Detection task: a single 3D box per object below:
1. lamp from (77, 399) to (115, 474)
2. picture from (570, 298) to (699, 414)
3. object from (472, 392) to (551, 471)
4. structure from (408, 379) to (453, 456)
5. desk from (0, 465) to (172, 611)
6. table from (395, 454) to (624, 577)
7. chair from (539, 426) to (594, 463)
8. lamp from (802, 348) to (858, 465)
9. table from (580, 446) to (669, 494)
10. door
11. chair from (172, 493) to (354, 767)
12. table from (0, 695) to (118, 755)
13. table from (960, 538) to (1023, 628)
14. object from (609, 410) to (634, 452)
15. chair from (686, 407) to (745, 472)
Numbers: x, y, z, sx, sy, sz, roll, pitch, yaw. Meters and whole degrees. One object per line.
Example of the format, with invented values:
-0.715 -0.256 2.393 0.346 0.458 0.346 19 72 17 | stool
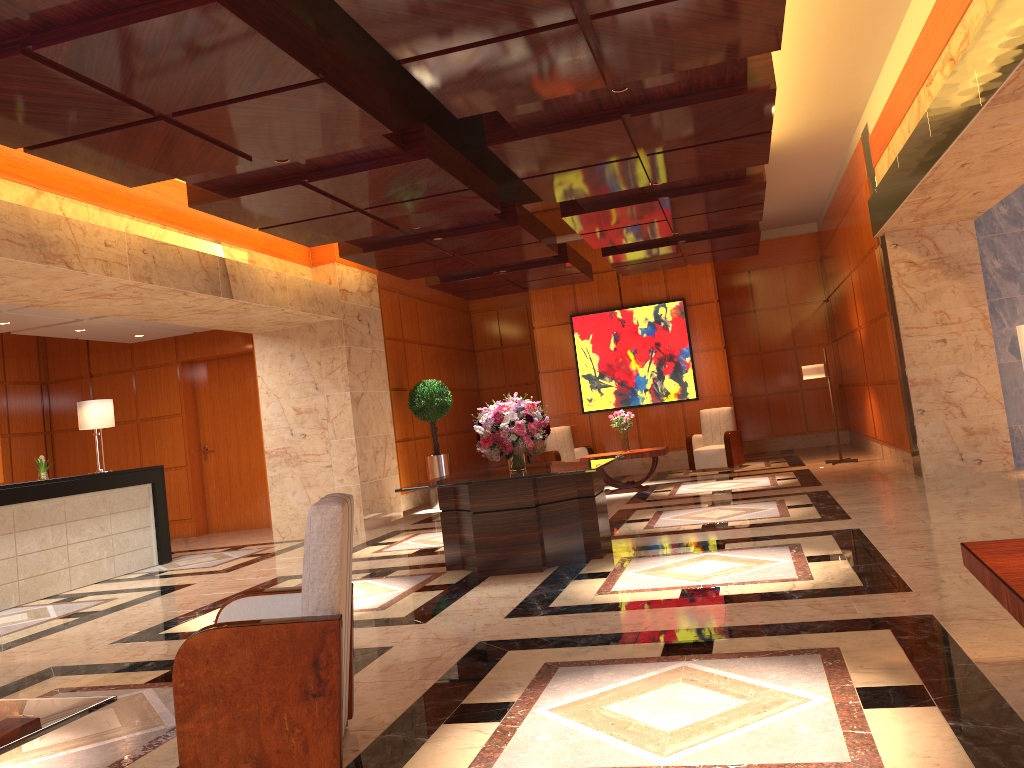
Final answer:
-4.728 0.603 10.118 0.371 0.823 0.373 -10 -5 39 | lamp
2.078 -0.465 15.196 1.994 1.742 0.056 -8 -5 14 | picture
0.009 0.402 7.504 0.649 0.660 0.678 -7 -3 5 | object
-1.197 0.760 13.611 0.722 1.718 0.719 -6 -4 -8 | structure
-4.900 1.577 9.211 0.940 1.144 2.922 -8 -3 14 | desk
0.097 1.100 7.465 1.598 0.747 1.598 -8 -3 14 | table
0.898 1.188 14.760 0.739 0.964 0.626 -5 -4 -27 | chair
4.513 0.315 12.690 0.526 1.666 0.359 -7 -5 4 | lamp
1.622 1.227 12.473 1.166 0.536 0.724 -8 -3 14 | table
-4.295 0.905 13.544 1.284 2.705 0.340 -8 -5 14 | door
-0.884 0.935 3.354 0.629 0.964 0.735 -6 -4 -7 | chair
-1.734 1.230 2.023 0.721 0.497 1.558 -8 -3 17 | table
1.823 0.792 2.532 0.723 0.536 1.166 -8 -3 17 | table
1.575 0.663 12.544 0.349 0.598 0.327 -10 -5 34 | object
3.236 0.877 14.169 0.735 0.964 0.629 -9 -5 33 | chair
